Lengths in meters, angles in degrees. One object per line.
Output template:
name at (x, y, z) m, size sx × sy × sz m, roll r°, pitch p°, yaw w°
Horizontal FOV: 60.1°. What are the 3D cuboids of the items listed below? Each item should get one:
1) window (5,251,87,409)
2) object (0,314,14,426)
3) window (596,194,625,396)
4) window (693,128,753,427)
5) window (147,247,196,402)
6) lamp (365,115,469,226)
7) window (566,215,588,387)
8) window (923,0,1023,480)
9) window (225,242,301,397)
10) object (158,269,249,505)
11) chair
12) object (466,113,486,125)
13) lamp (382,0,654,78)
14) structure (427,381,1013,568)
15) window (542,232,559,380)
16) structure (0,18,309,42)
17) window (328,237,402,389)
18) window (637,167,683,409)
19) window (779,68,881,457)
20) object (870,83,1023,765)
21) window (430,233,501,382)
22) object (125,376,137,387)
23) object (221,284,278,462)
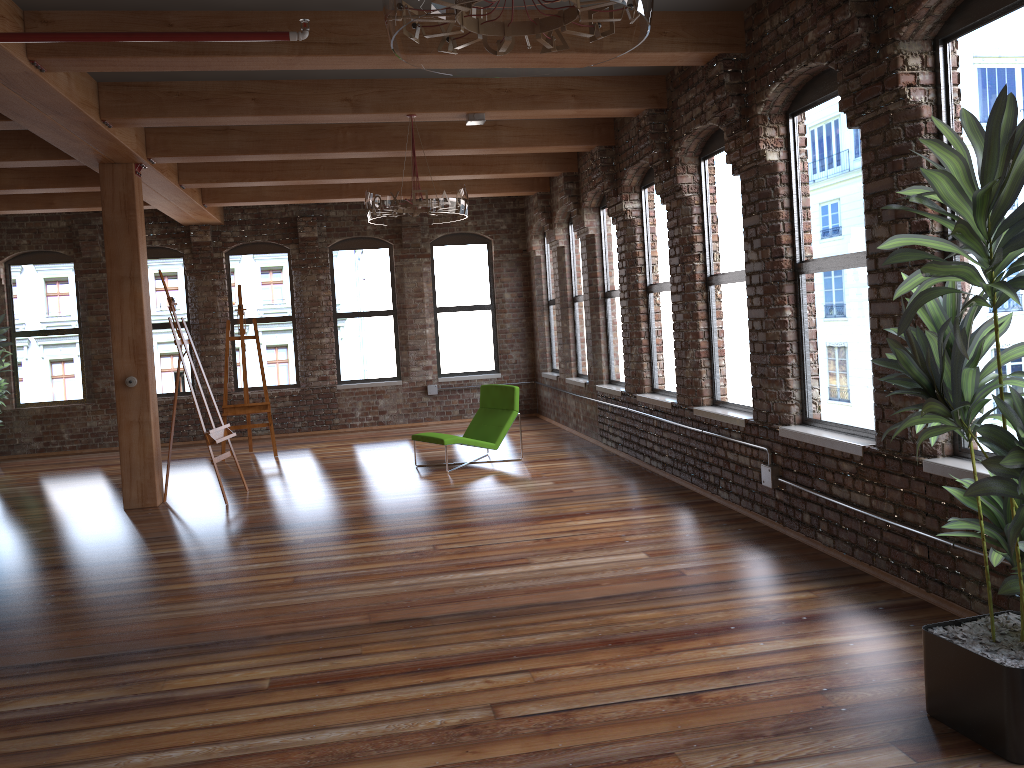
window at (-6.521, -0.776, 12.426) m, size 0.969 × 2.167 × 0.086 m, roll -4°, pitch 2°, yaw -10°
object at (-7.071, 0.033, 11.535) m, size 1.082 × 2.101 × 0.966 m, roll -5°, pitch 2°, yaw -32°
window at (1.086, -1.012, 9.573) m, size 0.233 × 2.212 × 0.969 m, roll -4°, pitch 2°, yaw -10°
window at (1.601, -0.837, 6.687) m, size 0.236 × 2.212 × 0.969 m, roll -4°, pitch 2°, yaw -10°
window at (-5.063, -0.849, 12.616) m, size 0.969 × 2.225 × 0.221 m, roll -4°, pitch 2°, yaw -10°
lamp at (-0.761, -1.697, 6.938) m, size 0.809 × 0.814 × 0.811 m, roll -2°, pitch 3°, yaw 26°
window at (0.828, -1.100, 11.018) m, size 0.232 × 2.212 × 0.969 m, roll -4°, pitch 2°, yaw -10°
window at (2.114, -0.660, 3.798) m, size 0.235 × 2.212 × 0.969 m, roll -4°, pitch 2°, yaw -10°
window at (-3.623, -0.956, 12.871) m, size 0.969 × 2.225 × 0.221 m, roll -4°, pitch 2°, yaw -10°
object at (-2.930, 0.003, 8.140) m, size 0.685 × 2.138 × 0.663 m, roll -3°, pitch 2°, yaw 0°
chair at (-0.482, 0.443, 9.309) m, size 0.958 × 0.795 × 0.680 m, roll -6°, pitch 3°, yaw -35°
object at (-0.291, -2.114, 7.054) m, size 0.145 × 0.072 × 0.147 m, roll -4°, pitch 4°, yaw -10°
lamp at (0.000, -1.436, 2.657) m, size 0.809 × 0.814 × 0.811 m, roll -2°, pitch 3°, yaw 33°
structure at (1.504, 0.458, 6.889) m, size 1.635 × 0.313 × 13.721 m, roll -5°, pitch 4°, yaw -17°
window at (0.567, -1.190, 12.488) m, size 0.232 × 2.212 × 0.969 m, roll -4°, pitch 2°, yaw -10°
structure at (-4.408, -1.617, 4.071) m, size 6.811 × 0.112 × 0.051 m, roll -4°, pitch 2°, yaw -10°
window at (-2.177, -1.067, 13.128) m, size 0.969 × 2.216 × 0.219 m, roll -4°, pitch 2°, yaw -10°
window at (1.340, -0.924, 8.131) m, size 0.230 × 2.212 × 0.969 m, roll -4°, pitch 2°, yaw -10°
window at (1.855, -0.748, 5.242) m, size 0.232 × 2.212 × 0.969 m, roll -4°, pitch 2°, yaw -10°
object at (1.693, 0.111, 2.993) m, size 0.966 × 2.101 × 1.082 m, roll -3°, pitch 2°, yaw 3°
window at (-0.716, -1.175, 13.386) m, size 0.969 × 2.216 × 0.219 m, roll -4°, pitch 2°, yaw -10°
object at (-3.383, -0.019, 7.865) m, size 0.095 × 0.095 × 0.061 m, roll -4°, pitch 2°, yaw -10°
object at (-3.313, -0.177, 10.970) m, size 0.662 × 2.138 × 0.685 m, roll -4°, pitch 2°, yaw -15°
